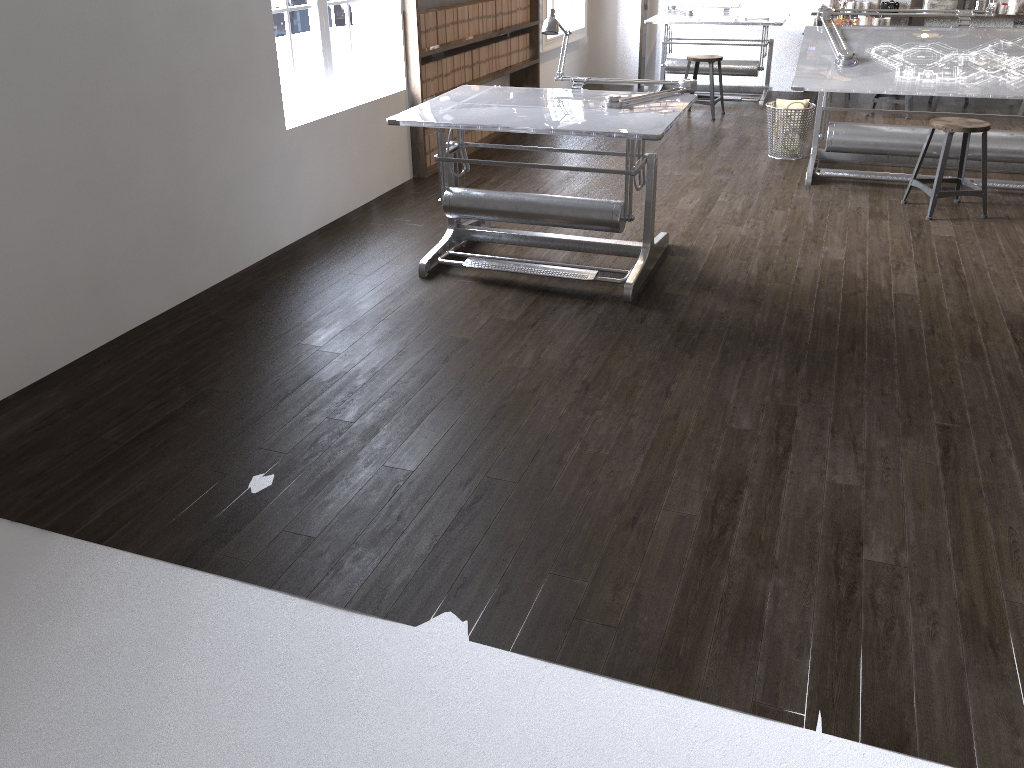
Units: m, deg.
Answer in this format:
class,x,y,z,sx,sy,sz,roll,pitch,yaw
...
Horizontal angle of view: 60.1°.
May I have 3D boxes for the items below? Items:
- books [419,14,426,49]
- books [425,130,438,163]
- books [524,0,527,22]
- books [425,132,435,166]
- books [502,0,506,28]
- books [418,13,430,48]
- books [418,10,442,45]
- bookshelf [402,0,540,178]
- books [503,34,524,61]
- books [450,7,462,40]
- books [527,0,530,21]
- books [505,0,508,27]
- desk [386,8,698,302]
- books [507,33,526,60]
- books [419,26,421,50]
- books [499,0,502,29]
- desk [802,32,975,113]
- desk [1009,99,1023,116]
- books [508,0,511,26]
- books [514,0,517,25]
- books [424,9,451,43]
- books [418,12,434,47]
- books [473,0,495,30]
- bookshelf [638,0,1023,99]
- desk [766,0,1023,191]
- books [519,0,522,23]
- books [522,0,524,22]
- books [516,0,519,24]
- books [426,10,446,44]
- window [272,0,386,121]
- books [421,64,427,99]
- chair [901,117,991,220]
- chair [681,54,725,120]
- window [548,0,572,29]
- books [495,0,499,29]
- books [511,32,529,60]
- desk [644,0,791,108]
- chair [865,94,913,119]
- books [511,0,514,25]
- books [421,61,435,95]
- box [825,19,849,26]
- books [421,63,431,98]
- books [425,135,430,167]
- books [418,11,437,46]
class,x,y,z,sx,sy,sz,roll,pitch,yaw
books,-0.680,-2.386,5.997,0.175,0.221,0.068,8,27,19
books,-0.629,-1.724,6.434,0.175,0.221,0.068,8,27,19
books,0.038,-3.301,7.781,0.175,0.221,0.068,8,27,19
books,-0.652,-1.692,6.371,0.175,0.221,0.068,8,27,19
books,-0.146,-3.062,7.315,0.175,0.221,0.068,8,27,19
books,-0.655,-2.417,6.058,0.175,0.221,0.068,8,27,19
books,-0.586,-2.506,6.232,0.175,0.221,0.068,8,27,19
bookshelf,-0.380,-3.006,6.784,0.413,3.650,2.518,8,27,18
books,0.010,-2.972,7.832,0.175,0.221,0.068,8,27,19
books,-0.462,-2.661,6.534,0.175,0.221,0.068,8,27,19
books,0.067,-3.329,7.834,0.175,0.221,0.068,8,27,19
books,-0.126,-3.094,7.376,0.175,0.221,0.068,8,27,19
desk,0.219,-1.212,4.404,1.271,1.166,1.192,8,27,19
books,0.035,-3.003,7.892,0.175,0.221,0.068,8,27,19
books,-0.709,-2.354,5.936,0.175,0.221,0.068,8,27,19
books,-0.175,-3.032,7.256,0.175,0.221,0.068,8,27,19
desk,3.578,-2.957,8.309,1.672,0.656,0.667,9,28,19
desk,5.233,-2.698,7.742,1.672,0.656,0.667,9,28,19
books,-0.101,-3.125,7.437,0.175,0.221,0.068,8,27,19
books,-0.053,-3.183,7.551,0.175,0.221,0.068,8,27,19
books,-0.536,-2.570,6.356,0.175,0.221,0.068,8,27,19
books,-0.638,-2.446,6.114,0.175,0.221,0.068,8,27,19
books,-0.227,-2.966,7.129,0.175,0.221,0.068,8,27,19
bookshelf,5.215,-3.419,7.969,9.197,3.145,0.380,9,27,19
desk,2.817,-2.034,5.725,2.285,1.359,1.096,9,27,19
books,-0.005,-3.239,7.660,0.175,0.221,0.068,8,27,19
books,0.015,-3.270,7.721,0.175,0.221,0.068,8,27,19
books,-0.030,-3.210,7.604,0.175,0.221,0.068,8,27,19
books,-0.565,-2.540,6.297,0.175,0.221,0.068,8,27,19
window,-1.117,-2.723,4.859,0.153,2.448,1.509,8,27,18
books,-0.686,-2.086,6.104,0.175,0.221,0.068,8,27,19
chair,2.547,-1.252,5.134,0.358,0.517,0.379,-1,26,-1
chair,1.715,-2.676,7.975,0.373,0.517,0.364,13,29,26
window,0.370,-4.445,8.193,0.153,2.264,1.267,8,27,18
books,-0.196,-2.998,7.190,0.175,0.221,0.068,8,27,19
books,0.063,-3.034,7.951,0.175,0.221,0.068,8,27,19
desk,2.031,-3.378,8.719,1.271,1.076,1.090,8,27,19
chair,3.395,-2.654,7.875,0.373,0.517,0.364,13,29,26
books,-0.072,-3.153,7.493,0.175,0.221,0.068,8,27,19
books,-0.639,-2.150,6.228,0.175,0.221,0.068,8,27,19
box,3.089,-3.424,8.424,0.212,0.082,0.140,9,28,18
books,-0.661,-2.117,6.165,0.175,0.221,0.068,8,27,19
books,-0.680,-1.662,6.313,0.175,0.221,0.068,8,27,19
books,-0.617,-2.474,6.170,0.175,0.221,0.068,8,27,19
